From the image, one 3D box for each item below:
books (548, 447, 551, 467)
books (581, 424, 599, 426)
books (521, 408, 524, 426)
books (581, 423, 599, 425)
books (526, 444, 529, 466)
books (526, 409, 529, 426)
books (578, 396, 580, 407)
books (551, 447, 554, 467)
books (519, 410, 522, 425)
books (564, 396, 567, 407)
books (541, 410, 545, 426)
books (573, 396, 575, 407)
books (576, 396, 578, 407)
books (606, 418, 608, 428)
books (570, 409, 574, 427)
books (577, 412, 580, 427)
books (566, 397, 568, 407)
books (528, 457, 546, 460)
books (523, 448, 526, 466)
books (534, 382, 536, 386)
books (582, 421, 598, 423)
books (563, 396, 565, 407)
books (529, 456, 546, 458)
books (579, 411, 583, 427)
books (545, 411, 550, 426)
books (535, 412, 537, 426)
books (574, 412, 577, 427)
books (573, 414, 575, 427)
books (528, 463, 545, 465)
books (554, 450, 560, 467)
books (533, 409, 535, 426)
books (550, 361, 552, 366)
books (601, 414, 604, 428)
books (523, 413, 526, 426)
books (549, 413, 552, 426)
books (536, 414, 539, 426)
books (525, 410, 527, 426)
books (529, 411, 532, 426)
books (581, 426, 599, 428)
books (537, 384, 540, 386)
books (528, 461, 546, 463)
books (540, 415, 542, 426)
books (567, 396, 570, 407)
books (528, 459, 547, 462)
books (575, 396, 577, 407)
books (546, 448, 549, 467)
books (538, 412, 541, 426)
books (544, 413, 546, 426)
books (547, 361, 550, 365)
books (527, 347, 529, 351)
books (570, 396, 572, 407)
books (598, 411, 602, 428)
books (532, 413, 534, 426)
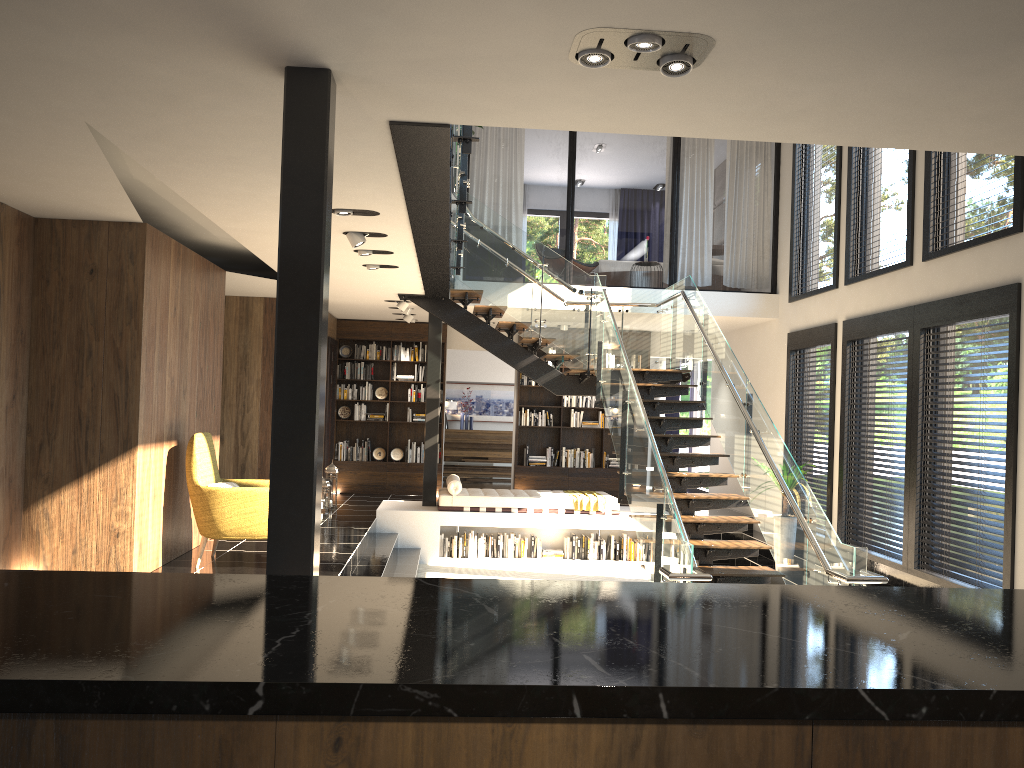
[{"bbox_3d":[0.591,1.148,14.027,0.031,0.310,0.169,2,-1,-4],"label":"books"},{"bbox_3d":[1.224,0.653,14.038,0.275,0.025,0.156,2,-2,-8],"label":"books"},{"bbox_3d":[0.164,0.515,13.979,0.028,0.282,0.169,2,-1,-4],"label":"books"},{"bbox_3d":[1.225,0.628,14.035,0.261,0.024,0.167,2,-2,-7],"label":"books"},{"bbox_3d":[0.234,1.120,13.971,0.028,0.340,0.203,2,-1,-4],"label":"books"},{"bbox_3d":[0.243,0.529,13.984,0.029,0.258,0.181,2,-1,-4],"label":"books"},{"bbox_3d":[1.047,0.246,14.032,0.030,0.244,0.142,2,-1,-4],"label":"books"},{"bbox_3d":[0.625,1.153,14.025,0.036,0.302,0.186,2,-1,-4],"label":"books"},{"bbox_3d":[0.133,0.537,14.010,0.028,0.237,0.134,2,-1,-4],"label":"books"},{"bbox_3d":[0.838,0.225,14.031,0.031,0.272,0.158,2,-1,-4],"label":"books"},{"bbox_3d":[0.486,0.539,13.994,0.029,0.256,0.167,2,-1,-4],"label":"books"},{"bbox_3d":[0.973,0.236,14.021,0.028,0.258,0.208,2,-1,-4],"label":"books"},{"bbox_3d":[1.020,0.264,14.043,0.020,0.206,0.147,2,-1,-4],"label":"books"},{"bbox_3d":[1.499,0.592,14.055,0.029,0.214,0.149,2,-1,-4],"label":"books"},{"bbox_3d":[0.944,0.539,14.018,0.030,0.284,0.176,2,-1,-4],"label":"books"},{"bbox_3d":[1.032,0.562,13.996,0.036,0.244,0.194,2,-1,-4],"label":"books"},{"bbox_3d":[0.865,0.281,14.032,0.027,0.162,0.125,2,-1,-4],"label":"books"},{"bbox_3d":[0.393,1.179,14.024,0.271,0.025,0.156,2,-2,-3],"label":"books"},{"bbox_3d":[0.203,1.155,14.013,0.025,0.270,0.156,2,-1,-4],"label":"books"},{"bbox_3d":[0.375,-0.080,14.009,0.052,0.224,0.099,2,-1,-4],"label":"books"},{"bbox_3d":[1.225,0.604,14.040,0.274,0.025,0.156,2,-2,-1],"label":"books"},{"bbox_3d":[0.806,0.246,14.030,0.030,0.228,0.176,2,-1,-4],"label":"books"},{"bbox_3d":[0.395,1.154,14.014,0.257,0.024,0.167,2,-2,-4],"label":"books"},{"bbox_3d":[1.081,0.556,14.031,0.067,0.261,0.159,2,-1,-4],"label":"books"},{"bbox_3d":[0.560,0.551,14.005,0.070,0.236,0.206,2,-1,-4],"label":"books"},{"bbox_3d":[0.369,0.555,14.014,0.021,0.216,0.170,2,-1,-4],"label":"books"},{"bbox_3d":[0.997,0.560,14.018,0.030,0.245,0.166,2,-1,-4],"label":"books"},{"bbox_3d":[0.973,0.572,13.984,0.023,0.218,0.196,2,-1,-4],"label":"books"},{"bbox_3d":[0.391,1.259,14.011,0.258,0.024,0.167,2,-2,-3],"label":"books"},{"bbox_3d":[0.702,1.180,14.035,0.075,0.254,0.181,2,-1,-4],"label":"books"},{"bbox_3d":[0.345,0.526,14.000,0.029,0.272,0.152,2,-1,-4],"label":"books"},{"bbox_3d":[0.616,-0.433,14.024,0.034,0.311,0.149,2,-1,-4],"label":"books"},{"bbox_3d":[1.419,0.582,14.066,0.037,0.232,0.231,2,-1,-4],"label":"books"},{"bbox_3d":[0.191,0.557,13.978,0.028,0.199,0.175,2,-1,-4],"label":"books"},{"bbox_3d":[0.608,0.566,14.011,0.028,0.210,0.169,2,-1,-4],"label":"books"},{"bbox_3d":[0.396,0.568,14.010,0.033,0.193,0.172,2,-1,-4],"label":"books"},{"bbox_3d":[0.216,0.535,14.000,0.023,0.245,0.159,2,-1,-4],"label":"books"},{"bbox_3d":[0.292,0.547,14.000,0.028,0.227,0.136,2,-1,-4],"label":"books"},{"bbox_3d":[1.223,0.678,14.039,0.274,0.025,0.156,2,-2,-7],"label":"books"},{"bbox_3d":[0.417,-0.054,13.984,0.029,0.173,0.138,2,-1,-4],"label":"books"},{"bbox_3d":[0.391,1.234,14.023,0.271,0.025,0.156,2,-2,-3],"label":"books"},{"bbox_3d":[0.456,0.581,14.013,0.027,0.171,0.146,2,-1,-4],"label":"books"},{"bbox_3d":[0.892,0.264,14.021,0.024,0.197,0.175,2,-1,-4],"label":"books"},{"bbox_3d":[0.393,1.206,14.010,0.287,0.030,0.176,2,-2,-6],"label":"books"},{"bbox_3d":[0.997,0.266,14.044,0.026,0.201,0.146,2,-1,-4],"label":"books"},{"bbox_3d":[0.561,1.160,14.007,0.030,0.284,0.177,2,-1,-4],"label":"books"},{"bbox_3d":[0.429,0.554,14.000,0.030,0.221,0.190,2,-1,-4],"label":"books"},{"bbox_3d":[0.512,0.566,14.020,0.030,0.205,0.170,2,-1,-4],"label":"books"},{"bbox_3d":[0.584,-0.420,14.010,0.030,0.284,0.176,2,-1,-4],"label":"books"},{"bbox_3d":[0.256,-0.435,13.990,0.028,0.290,0.170,2,-1,-4],"label":"books"},{"bbox_3d":[0.918,0.249,14.015,0.027,0.228,0.208,2,-1,-4],"label":"books"},{"bbox_3d":[1.389,0.565,14.054,0.026,0.263,0.156,2,-1,-4],"label":"books"},{"bbox_3d":[0.318,0.563,13.993,0.024,0.197,0.173,2,-1,-4],"label":"books"}]
